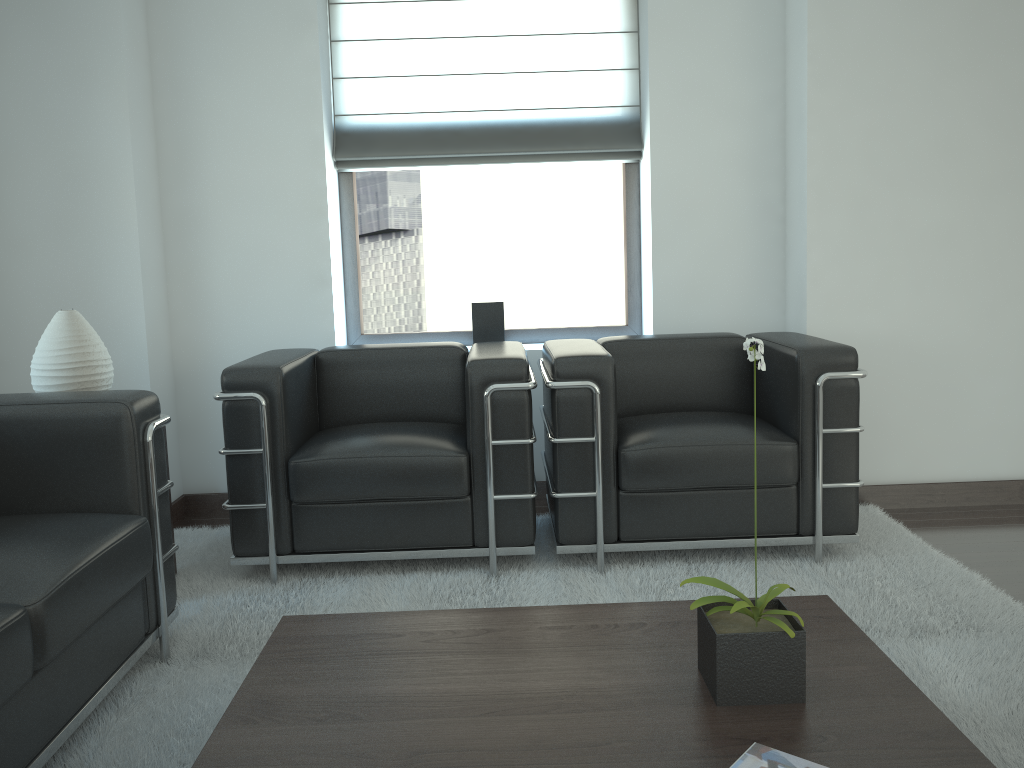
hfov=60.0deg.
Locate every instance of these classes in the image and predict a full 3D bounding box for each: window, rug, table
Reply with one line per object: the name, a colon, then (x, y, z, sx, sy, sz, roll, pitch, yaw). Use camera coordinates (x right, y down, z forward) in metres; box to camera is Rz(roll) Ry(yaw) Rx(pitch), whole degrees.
window: (-0.166, -1.645, 6.317, 2.132, 2.722, 0.146, -2, 6, -1)
rug: (-0.244, 1.284, 2.547, 5.168, 0.110, 6.276, -2, 8, -1)
table: (0.177, 1.131, 2.179, 1.921, 0.439, 1.943, -2, 8, -1)
table: (-2.224, 0.690, 4.516, 0.786, 0.842, 0.528, -2, 7, -1)

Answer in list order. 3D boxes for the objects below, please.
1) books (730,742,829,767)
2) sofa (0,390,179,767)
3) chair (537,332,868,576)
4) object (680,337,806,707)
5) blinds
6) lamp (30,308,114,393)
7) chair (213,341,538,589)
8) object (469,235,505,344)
books: (0.564, 0.895, 1.703, 0.446, 0.045, 0.520, 5, 10, 40)
sofa: (-1.962, 0.836, 2.199, 1.123, 1.166, 3.490, -2, 8, -1)
chair: (0.998, 0.335, 5.033, 1.646, 1.166, 1.127, -2, 7, -1)
object: (0.638, 0.359, 2.433, 0.335, 0.989, 0.253, -2, 6, -1)
blinds: (-0.182, -2.243, 6.081, 2.123, 1.471, 0.223, -2, 6, -1)
lamp: (-2.189, -0.048, 4.419, 0.375, 0.652, 0.375, 2, 8, 28)
chair: (-0.686, 0.394, 5.021, 1.646, 1.166, 1.127, -2, 7, -1)
object: (-0.170, -0.632, 6.113, 0.243, 0.773, 0.239, -2, 6, -1)
